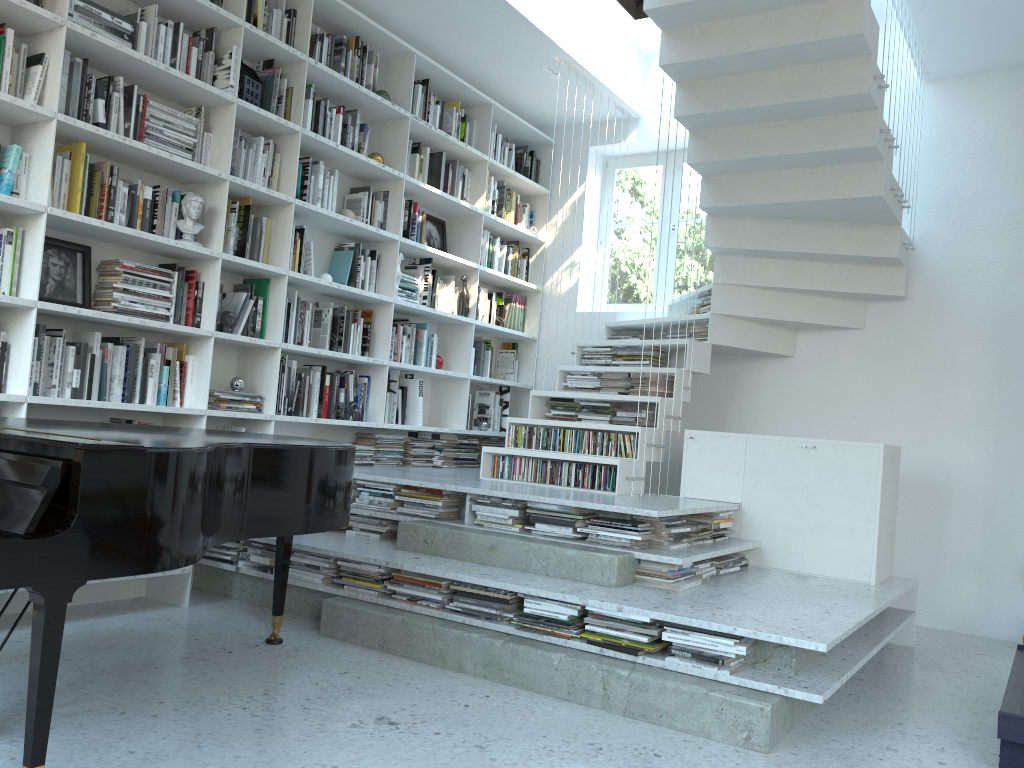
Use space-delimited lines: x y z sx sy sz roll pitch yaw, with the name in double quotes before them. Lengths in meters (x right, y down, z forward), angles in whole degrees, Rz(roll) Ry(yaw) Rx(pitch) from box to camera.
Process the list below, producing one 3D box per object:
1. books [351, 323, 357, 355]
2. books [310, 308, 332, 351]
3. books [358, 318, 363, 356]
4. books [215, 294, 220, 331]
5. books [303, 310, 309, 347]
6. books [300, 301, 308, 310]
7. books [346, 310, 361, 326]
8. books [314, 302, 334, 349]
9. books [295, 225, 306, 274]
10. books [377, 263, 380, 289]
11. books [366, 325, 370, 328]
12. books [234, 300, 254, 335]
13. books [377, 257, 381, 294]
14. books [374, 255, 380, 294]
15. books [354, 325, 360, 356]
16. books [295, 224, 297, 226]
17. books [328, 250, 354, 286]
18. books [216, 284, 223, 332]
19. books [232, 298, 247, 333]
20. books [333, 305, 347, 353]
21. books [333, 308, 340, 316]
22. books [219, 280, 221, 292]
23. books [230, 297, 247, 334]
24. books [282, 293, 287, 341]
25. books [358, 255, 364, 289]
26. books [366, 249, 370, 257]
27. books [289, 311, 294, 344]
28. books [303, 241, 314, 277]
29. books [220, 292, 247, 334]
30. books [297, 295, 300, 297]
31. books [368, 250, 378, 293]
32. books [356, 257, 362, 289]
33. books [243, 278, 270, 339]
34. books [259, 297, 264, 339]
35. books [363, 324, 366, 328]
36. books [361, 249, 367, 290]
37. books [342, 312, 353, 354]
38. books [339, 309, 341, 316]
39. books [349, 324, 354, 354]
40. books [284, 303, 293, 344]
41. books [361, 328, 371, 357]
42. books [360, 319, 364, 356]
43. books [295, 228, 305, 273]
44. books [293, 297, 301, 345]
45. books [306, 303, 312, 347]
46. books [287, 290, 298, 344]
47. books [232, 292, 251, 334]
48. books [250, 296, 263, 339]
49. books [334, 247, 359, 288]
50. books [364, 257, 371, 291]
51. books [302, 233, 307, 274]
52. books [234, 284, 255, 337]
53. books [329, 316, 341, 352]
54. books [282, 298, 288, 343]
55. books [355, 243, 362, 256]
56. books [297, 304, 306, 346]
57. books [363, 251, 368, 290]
"books" -0.975 -0.256 5.138 0.175 0.195 0.015 3 -3 32
"books" -1.076 -0.301 4.996 0.130 0.251 0.019 3 -3 32
"books" -0.951 -0.270 5.172 0.181 0.229 0.018 3 -3 32
"books" -1.493 -0.342 4.291 0.182 0.192 0.027 3 -3 32
"books" -1.182 -0.296 4.812 0.180 0.207 0.014 3 -3 32
"books" -1.176 -0.322 4.827 0.142 0.261 0.014 3 -3 32
"books" -0.956 -0.293 5.163 0.173 0.274 0.006 3 -3 32
"books" -1.076 -0.319 5.018 0.131 0.289 0.016 3 -3 32
"books" -1.185 -0.708 4.778 0.158 0.287 0.013 3 -3 32
"books" -0.868 -0.617 5.289 0.164 0.212 0.023 3 -3 32
"books" -0.911 -0.250 5.245 0.158 0.203 0.013 3 -3 32
"books" -1.402 -0.328 4.468 0.169 0.205 0.091 3 -3 32
"books" -0.850 -0.631 5.299 0.158 0.245 0.010 3 -3 32
"books" -0.862 -0.638 5.268 0.169 0.252 0.011 3 -3 32
"books" -0.963 -0.249 5.149 0.190 0.183 0.019 3 -3 32
"books" -1.213 -0.715 4.810 0.088 0.300 0.011 3 -3 32
"books" -0.992 -0.650 5.098 0.153 0.241 0.056 3 -3 32
"books" -1.483 -0.366 4.353 0.140 0.248 0.035 3 -3 32
"books" -1.421 -0.335 4.442 0.143 0.212 0.090 3 -3 32
"books" -1.023 -0.308 5.087 0.159 0.285 0.007 3 -3 32
"books" -1.049 -0.302 5.036 0.149 0.262 0.015 3 -3 32
"books" -1.494 -0.377 4.333 0.157 0.266 0.012 3 -3 32
"books" -1.422 -0.336 4.411 0.175 0.210 0.089 3 -3 32
"books" -1.256 -0.348 4.677 0.159 0.283 0.005 3 -3 32
"books" -0.946 -0.634 5.149 0.187 0.219 0.013 3 -3 32
"books" -0.908 -0.655 5.227 0.154 0.274 0.032 3 -3 32
"books" -1.236 -0.296 4.714 0.183 0.186 0.013 3 -3 32
"books" -1.144 -0.663 4.810 0.176 0.210 0.051 3 -3 32
"books" -1.426 -0.347 4.394 0.190 0.228 0.095 3 -3 32
"books" -1.214 -0.340 4.781 0.159 0.285 0.006 3 -3 32
"books" -0.878 -0.651 5.234 0.183 0.273 0.012 3 -3 32
"books" -0.951 -0.630 5.140 0.188 0.209 0.006 3 -3 32
"books" -1.329 -0.381 4.564 0.182 0.325 0.014 3 -3 32
"books" -1.345 -0.333 4.548 0.148 0.226 0.021 3 -3 32
"books" -0.927 -0.252 5.238 0.141 0.205 0.016 3 -3 32
"books" -0.927 -0.653 5.180 0.165 0.263 0.018 3 -3 32
"books" -0.996 -0.289 5.083 0.184 0.251 0.018 3 -3 32
"books" -1.042 -0.299 5.046 0.158 0.258 0.008 3 -3 32
"books" -0.989 -0.253 5.097 0.182 0.182 0.018 3 -3 32
"books" -1.241 -0.317 4.689 0.188 0.226 0.011 3 -3 32
"books" -0.913 -0.240 5.209 0.189 0.180 0.016 3 -3 32
"books" -0.943 -0.268 5.209 0.155 0.231 0.021 3 -3 32
"books" -1.189 -0.700 4.761 0.178 0.270 0.006 3 -3 32
"books" -1.212 -0.332 4.756 0.183 0.267 0.012 3 -3 32
"books" -1.170 -0.316 4.839 0.172 0.251 0.013 3 -3 32
"books" -1.223 -0.349 4.726 0.175 0.297 0.014 3 -3 32
"books" -1.410 -0.348 4.455 0.149 0.238 0.094 3 -3 32
"books" -1.348 -0.333 4.521 0.171 0.223 0.029 3 -3 32
"books" -0.965 -0.659 5.127 0.174 0.264 0.021 3 -3 32
"books" -0.907 -0.631 5.201 0.178 0.224 0.012 3 -3 32
"books" -1.181 -0.689 4.800 0.161 0.254 0.007 3 -3 32
"books" -1.374 -0.367 4.516 0.138 0.285 0.013 3 -3 32
"books" -1.047 -0.279 5.015 0.177 0.215 0.016 3 -3 32
"books" -1.255 -0.330 4.685 0.165 0.248 0.013 3 -3 32
"books" -0.949 -0.671 5.170 0.154 0.295 0.013 3 -3 32
"books" -1.191 -0.313 4.802 0.176 0.238 0.015 3 -3 32
"books" -0.919 -0.650 5.195 0.152 0.259 0.015 3 -3 32
